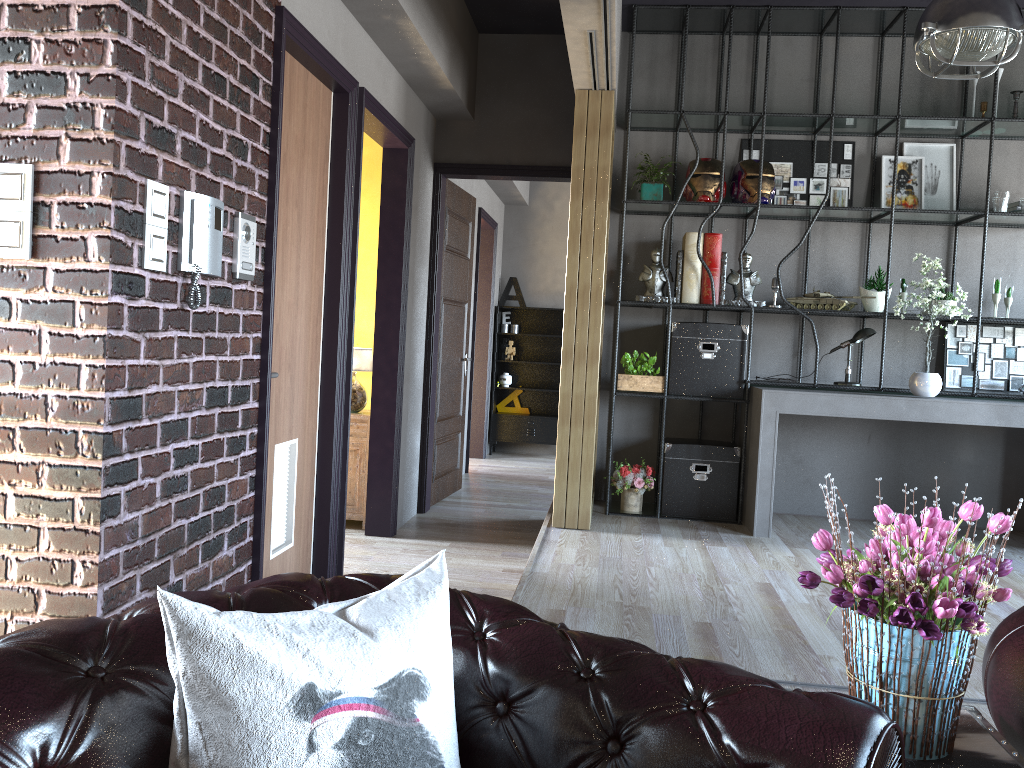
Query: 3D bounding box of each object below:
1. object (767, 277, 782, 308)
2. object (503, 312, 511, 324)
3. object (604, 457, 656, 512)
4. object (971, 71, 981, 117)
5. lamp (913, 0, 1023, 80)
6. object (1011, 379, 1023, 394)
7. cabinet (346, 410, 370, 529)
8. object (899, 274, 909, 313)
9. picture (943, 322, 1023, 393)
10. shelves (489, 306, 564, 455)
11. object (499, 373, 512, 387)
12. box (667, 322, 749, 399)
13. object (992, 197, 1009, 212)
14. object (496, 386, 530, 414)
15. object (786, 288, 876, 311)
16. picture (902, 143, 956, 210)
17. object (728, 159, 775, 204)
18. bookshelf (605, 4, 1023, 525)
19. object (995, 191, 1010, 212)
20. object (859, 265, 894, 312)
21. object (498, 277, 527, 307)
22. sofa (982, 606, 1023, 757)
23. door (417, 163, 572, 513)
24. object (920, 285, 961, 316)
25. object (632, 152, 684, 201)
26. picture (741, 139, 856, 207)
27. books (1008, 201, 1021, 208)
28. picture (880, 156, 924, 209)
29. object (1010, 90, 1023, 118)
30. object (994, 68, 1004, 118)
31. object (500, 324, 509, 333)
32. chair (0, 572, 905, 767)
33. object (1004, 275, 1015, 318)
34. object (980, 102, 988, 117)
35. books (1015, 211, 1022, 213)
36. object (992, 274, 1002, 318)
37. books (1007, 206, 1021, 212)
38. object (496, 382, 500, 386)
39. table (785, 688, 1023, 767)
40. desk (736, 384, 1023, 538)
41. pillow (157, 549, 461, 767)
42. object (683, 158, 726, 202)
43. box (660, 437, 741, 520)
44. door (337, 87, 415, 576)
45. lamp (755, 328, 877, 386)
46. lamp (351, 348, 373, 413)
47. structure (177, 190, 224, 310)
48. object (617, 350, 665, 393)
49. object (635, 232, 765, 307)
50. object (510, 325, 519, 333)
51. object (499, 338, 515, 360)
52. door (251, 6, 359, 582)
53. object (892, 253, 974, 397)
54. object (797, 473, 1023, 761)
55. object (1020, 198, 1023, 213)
[{"bbox_3d":[1.694,-0.589,5.708,0.093,0.200,0.093,3,2,2],"label":"object"},{"bbox_3d":[-0.061,-0.757,10.191,0.107,0.151,0.055,3,2,7],"label":"object"},{"bbox_3d":[0.778,0.656,5.878,0.345,0.362,0.332,3,2,10],"label":"object"},{"bbox_3d":[3.019,-1.839,5.799,0.128,0.390,0.128,2,2,-25],"label":"object"},{"bbox_3d":[2.206,-2.089,4.308,0.534,1.148,0.516,2,2,-16],"label":"lamp"},{"bbox_3d":[3.375,0.016,5.659,0.379,0.111,0.351,5,4,39],"label":"object"},{"bbox_3d":[-1.596,0.532,6.073,1.432,0.750,0.408,3,2,7],"label":"cabinet"},{"bbox_3d":[2.579,-0.586,5.847,0.113,0.273,0.113,2,2,-27],"label":"object"},{"bbox_3d":[3.203,-0.170,5.853,0.665,0.447,0.051,3,2,7],"label":"picture"},{"bbox_3d":[0.257,-0.020,10.033,0.911,1.676,0.353,3,2,7],"label":"shelves"},{"bbox_3d":[-0.073,-0.046,10.061,0.139,0.162,0.139,2,3,-28],"label":"object"},{"bbox_3d":[1.282,-0.166,5.883,0.489,0.480,0.374,3,2,7],"label":"box"},{"bbox_3d":[3.027,-1.103,5.498,0.092,0.099,0.092,5,3,44],"label":"object"},{"bbox_3d":[0.022,0.174,10.206,0.393,0.321,0.057,3,2,7],"label":"object"},{"bbox_3d":[2.076,-0.557,5.777,0.577,0.170,0.206,5,4,42],"label":"object"},{"bbox_3d":[2.761,-1.344,5.875,0.332,0.514,0.119,3,2,7],"label":"picture"},{"bbox_3d":[1.582,-1.306,5.782,0.280,0.327,0.399,3,3,-3],"label":"object"},{"bbox_3d":[2.932,-0.660,5.684,4.483,3.281,0.526,3,2,7],"label":"bookshelf"},{"bbox_3d":[3.089,-1.132,5.594,0.087,0.155,0.087,4,2,19],"label":"object"},{"bbox_3d":[2.338,-0.607,5.685,0.193,0.305,0.136,5,3,40],"label":"object"},{"bbox_3d":[0.010,-1.052,10.172,0.343,0.344,0.057,3,2,7],"label":"object"},{"bbox_3d":[2.207,0.927,1.477,2.566,0.838,1.240,3,3,6],"label":"sofa"},{"bbox_3d":[-0.011,-0.317,6.921,1.150,2.543,1.129,3,2,7],"label":"door"},{"bbox_3d":[2.740,-0.538,5.659,0.235,0.212,0.235,1,3,-38],"label":"object"},{"bbox_3d":[0.927,-1.347,5.874,0.324,0.339,0.295,1,3,-37],"label":"object"},{"bbox_3d":[1.926,-1.403,6.003,0.749,0.503,0.058,3,2,7],"label":"picture"},{"bbox_3d":[3.323,-1.143,5.708,0.225,0.029,0.179,3,3,-1],"label":"books"},{"bbox_3d":[2.577,-1.302,5.856,0.268,0.413,0.101,3,2,7],"label":"picture"},{"bbox_3d":[3.183,-1.742,5.603,0.084,0.233,0.084,4,3,34],"label":"object"},{"bbox_3d":[3.123,-1.830,5.716,0.128,0.390,0.128,2,3,-34],"label":"object"},{"bbox_3d":[-0.085,-0.634,10.154,0.095,0.101,0.095,4,3,29],"label":"object"},{"bbox_3d":[-0.292,0.808,1.179,1.245,0.844,1.492,5,3,37],"label":"chair"},{"bbox_3d":[3.256,-0.563,5.817,0.113,0.301,0.113,4,2,25],"label":"object"},{"bbox_3d":[2.954,-1.700,5.556,0.135,0.129,0.135,2,3,-20],"label":"object"},{"bbox_3d":[3.317,-1.094,5.715,0.166,0.024,0.227,2,3,-14],"label":"books"},{"bbox_3d":[3.027,-0.548,5.543,0.113,0.275,0.113,3,2,10],"label":"object"},{"bbox_3d":[3.331,-1.117,5.714,0.243,0.024,0.175,3,3,3],"label":"books"},{"bbox_3d":[-0.161,0.001,9.992,0.031,0.054,0.042,1,3,-38],"label":"object"},{"bbox_3d":[0.709,0.954,1.653,0.417,0.609,0.405,3,2,7],"label":"table"},{"bbox_3d":[2.571,0.517,5.587,2.129,0.885,0.845,3,2,7],"label":"desk"},{"bbox_3d":[-0.262,0.517,1.335,0.290,0.502,0.541,5,3,44],"label":"pillow"},{"bbox_3d":[1.266,-1.325,5.820,0.280,0.327,0.399,3,3,12],"label":"object"},{"bbox_3d":[1.241,0.618,5.911,0.489,0.480,0.374,3,2,7],"label":"box"},{"bbox_3d":[-1.293,-0.298,5.185,1.098,2.543,1.150,3,2,7],"label":"door"},{"bbox_3d":[1.994,-0.194,5.824,0.740,0.371,0.205,5,3,31],"label":"lamp"},{"bbox_3d":[-1.103,0.275,6.011,0.291,1.044,0.441,2,2,-20],"label":"lamp"},{"bbox_3d":[-1.004,-0.425,2.912,0.068,0.370,0.279,3,2,7],"label":"structure"},{"bbox_3d":[0.846,-0.087,5.779,0.304,0.265,0.180,3,2,7],"label":"object"},{"bbox_3d":[1.245,-0.751,5.866,0.833,0.466,0.290,3,2,7],"label":"object"},{"bbox_3d":[0.029,-0.627,10.141,0.095,0.101,0.095,4,3,29],"label":"object"},{"bbox_3d":[-0.053,-0.399,10.067,0.190,0.254,0.129,3,2,5],"label":"object"},{"bbox_3d":[-0.995,-0.220,3.973,0.219,2.538,1.003,3,2,7],"label":"door"},{"bbox_3d":[2.481,-0.350,5.230,0.398,0.852,0.421,1,3,-37],"label":"object"},{"bbox_3d":[0.729,0.417,1.635,0.349,0.484,0.352,5,3,37],"label":"object"},{"bbox_3d":[3.188,-1.093,5.479,0.092,0.099,0.093,1,3,-36],"label":"object"}]
